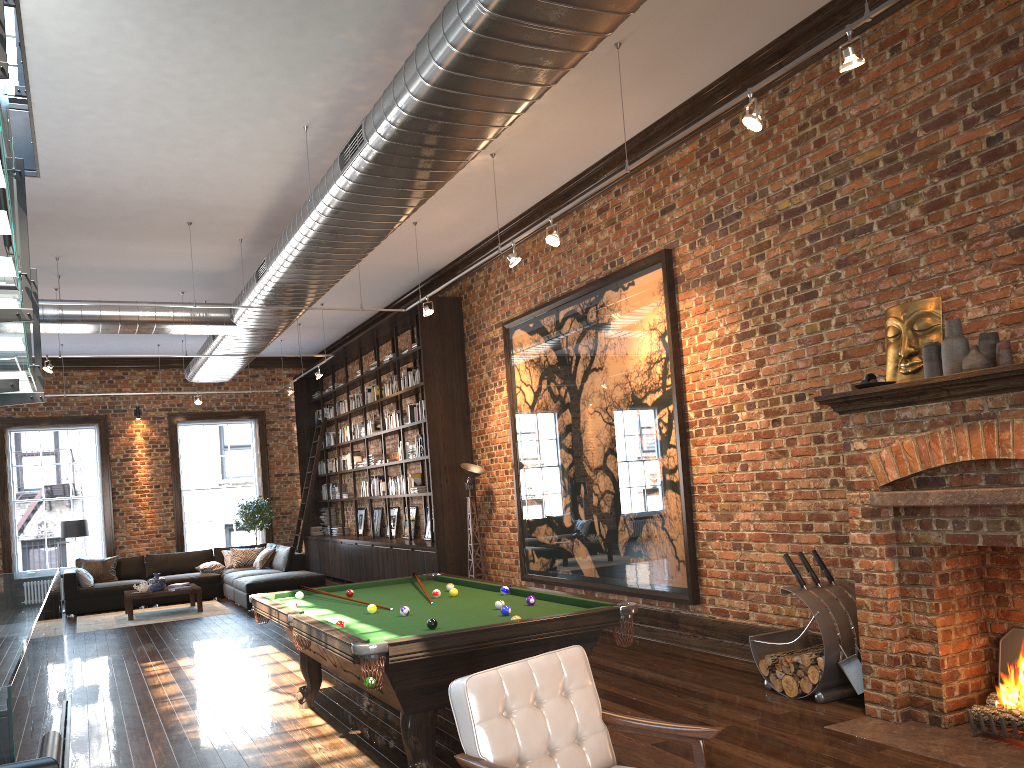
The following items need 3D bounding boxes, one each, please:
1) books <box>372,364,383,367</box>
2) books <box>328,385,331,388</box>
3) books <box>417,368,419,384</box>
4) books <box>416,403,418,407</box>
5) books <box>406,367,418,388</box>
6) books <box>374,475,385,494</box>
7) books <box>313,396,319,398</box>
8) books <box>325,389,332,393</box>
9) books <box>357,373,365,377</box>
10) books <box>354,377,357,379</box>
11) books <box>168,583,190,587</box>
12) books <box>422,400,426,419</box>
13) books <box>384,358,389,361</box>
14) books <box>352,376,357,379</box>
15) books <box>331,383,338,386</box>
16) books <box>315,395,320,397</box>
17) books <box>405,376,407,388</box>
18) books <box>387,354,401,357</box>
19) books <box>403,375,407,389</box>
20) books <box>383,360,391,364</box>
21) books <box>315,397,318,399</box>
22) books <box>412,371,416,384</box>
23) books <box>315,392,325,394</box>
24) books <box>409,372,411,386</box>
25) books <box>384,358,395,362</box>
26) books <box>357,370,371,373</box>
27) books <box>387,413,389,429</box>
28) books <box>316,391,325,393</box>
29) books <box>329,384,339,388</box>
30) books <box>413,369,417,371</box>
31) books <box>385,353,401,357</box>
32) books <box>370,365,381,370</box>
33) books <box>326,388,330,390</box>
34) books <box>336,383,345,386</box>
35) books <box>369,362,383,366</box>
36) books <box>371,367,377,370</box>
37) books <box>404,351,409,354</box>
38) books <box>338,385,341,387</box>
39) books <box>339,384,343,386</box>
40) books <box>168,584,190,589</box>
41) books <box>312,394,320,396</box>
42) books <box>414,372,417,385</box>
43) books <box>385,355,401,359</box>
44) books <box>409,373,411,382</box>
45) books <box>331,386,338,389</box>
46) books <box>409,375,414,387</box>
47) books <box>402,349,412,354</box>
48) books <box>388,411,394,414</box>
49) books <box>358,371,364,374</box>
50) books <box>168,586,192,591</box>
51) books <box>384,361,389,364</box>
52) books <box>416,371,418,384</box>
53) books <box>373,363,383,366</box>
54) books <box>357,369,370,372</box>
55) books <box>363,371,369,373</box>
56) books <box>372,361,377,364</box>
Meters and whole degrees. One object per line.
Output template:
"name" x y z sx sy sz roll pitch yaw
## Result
"books" -2.151 -0.296 14.440 0.171 0.021 0.309 -1 -7 -30
"books" -3.440 0.050 17.096 0.164 0.022 0.258 -2 -7 -22
"books" -1.254 -0.096 12.623 0.188 0.251 0.018 -3 -2 -26
"books" -1.301 0.421 12.822 0.159 0.284 0.014 -3 -2 -26
"books" -1.449 -0.079 13.002 0.180 0.331 0.016 -3 -2 -26
"books" -2.190 1.689 14.752 0.182 0.335 0.016 -3 -2 -26
"books" -3.872 0.261 17.931 0.213 0.014 0.359 -1 -7 -30
"books" -3.463 0.134 17.079 0.229 0.033 0.275 -2 -7 -22
"books" -2.483 -0.161 15.087 0.218 0.016 0.369 -1 -7 -25
"books" -2.643 -0.095 15.448 0.198 0.014 0.263 -1 -7 -26
"books" -4.995 3.014 13.301 0.205 0.028 0.263 -5 -6 6
"books" -1.137 0.355 12.250 0.189 0.262 0.030 -3 -2 -26
"books" -1.853 -0.382 13.788 0.216 0.020 0.236 -1 -7 -29
"books" -2.650 -0.119 15.445 0.191 0.013 0.317 -1 -7 -30
"books" -3.279 0.007 16.737 0.191 0.007 0.367 -1 -7 -24
"books" -3.871 0.249 17.933 0.225 0.011 0.271 -1 -7 -27
"books" -1.500 -0.009 13.132 0.168 0.230 0.028 -3 -2 -26
"books" -1.843 -0.434 13.797 0.167 0.015 0.372 -2 -7 -21
"books" -1.521 -0.010 13.155 0.184 0.241 0.030 -3 -2 -26
"books" -1.854 -0.345 13.785 0.227 0.015 0.277 -1 -7 -28
"books" -3.868 0.291 17.931 0.216 0.014 0.337 -1 -7 -23
"books" -1.351 -0.064 12.827 0.164 0.257 0.100 -3 -3 -26
"books" -3.862 0.183 17.941 0.190 0.017 0.302 -1 -7 -28
"books" -1.421 -0.051 12.957 0.168 0.261 0.016 -3 -2 -26
"books" -1.850 -0.368 13.789 0.206 0.008 0.336 -1 -7 -23
"books" -2.486 -0.214 15.089 0.199 0.017 0.304 0 -8 -31
"books" -1.873 0.596 13.973 0.172 0.282 0.013 -3 -2 -26
"books" -3.870 0.170 17.938 0.188 0.008 0.346 -2 -7 -21
"books" -3.288 0.042 16.731 0.216 0.018 0.379 -1 -7 -28
"books" -1.362 -0.072 12.885 0.153 0.278 0.013 -3 -2 -26
"books" -1.845 -0.450 13.797 0.188 0.017 0.277 -1 -7 -24
"books" -2.161 -0.270 14.433 0.193 0.030 0.315 0 -7 -31
"books" -3.448 0.089 17.089 0.192 0.010 0.375 -1 -7 -24
"books" -3.057 0.008 16.238 0.232 0.006 0.290 -1 -7 -30
"books" -2.167 -0.324 14.434 0.205 0.017 0.362 -1 -7 -29
"books" -2.161 -0.249 14.432 0.213 0.013 0.283 -1 -7 -24
"books" -1.458 -0.453 12.951 0.214 0.012 0.253 -2 -7 -21
"books" -3.043 0.033 16.244 0.205 0.018 0.326 -1 -7 -29
"books" -3.041 0.017 16.246 0.209 0.014 0.293 -1 -7 -27
"books" -4.998 3.041 13.306 0.205 0.024 0.263 -5 -7 8
"books" -3.882 0.220 17.929 0.230 0.015 0.314 -1 -7 -30
"books" -1.306 -0.067 12.711 0.169 0.231 0.147 -3 -3 -26
"books" -1.839 -0.409 13.797 0.169 0.033 0.287 0 -7 -31
"books" -1.411 -0.041 12.939 0.172 0.235 0.026 -3 -2 -26
"books" -3.283 0.063 16.732 0.205 0.024 0.250 -2 -7 -22
"books" -1.392 -0.030 12.890 0.189 0.201 0.027 -2 -2 -26
"books" -1.459 -0.469 12.951 0.219 0.019 0.331 -1 -7 -23
"books" -1.873 0.582 13.958 0.152 0.306 0.017 -3 -2 -26
"books" -2.476 -0.200 15.093 0.203 0.011 0.310 -1 -7 -26
"books" -4.862 2.995 12.987 0.206 0.024 0.262 -10 -9 41
"books" -1.847 -0.332 13.788 0.216 0.010 0.344 -1 -7 -27
"books" -1.268 -0.077 12.640 0.182 0.220 0.010 -2 -2 -26
"books" -2.149 -0.311 14.442 0.180 0.010 0.279 -1 -7 -27
"books" -2.490 -0.229 15.088 0.215 0.015 0.321 -1 -7 -29
"books" -2.471 -0.190 15.095 0.186 0.011 0.382 -1 -7 -25
"books" -2.157 -0.345 14.440 0.192 0.009 0.307 -1 -7 -25
